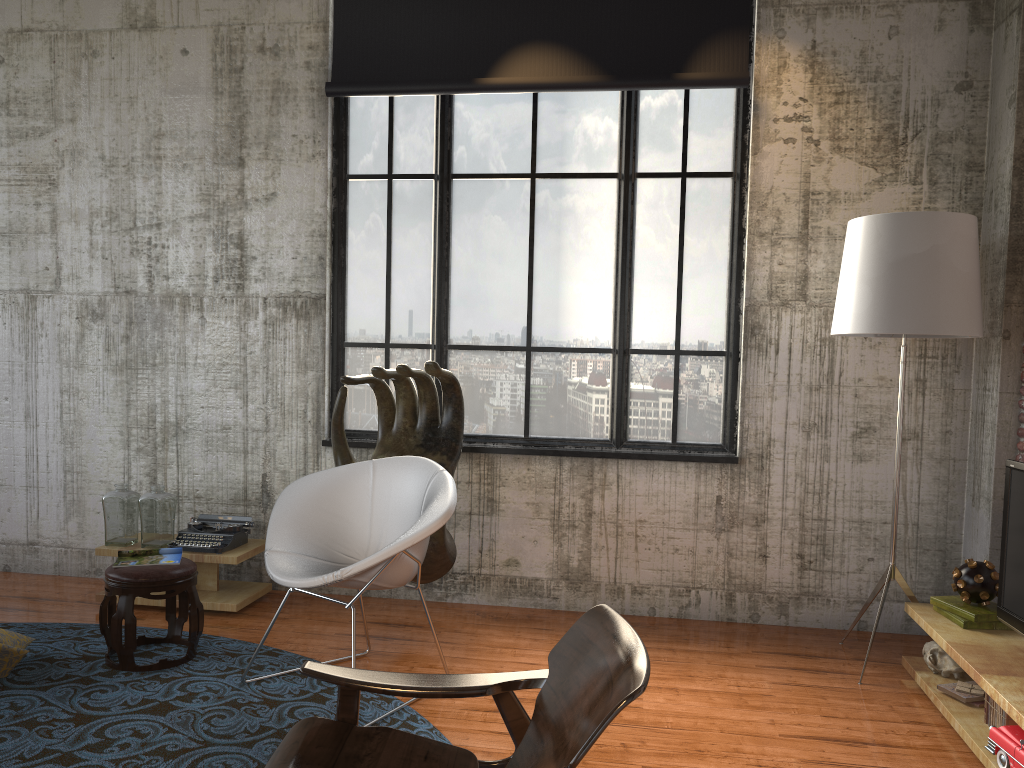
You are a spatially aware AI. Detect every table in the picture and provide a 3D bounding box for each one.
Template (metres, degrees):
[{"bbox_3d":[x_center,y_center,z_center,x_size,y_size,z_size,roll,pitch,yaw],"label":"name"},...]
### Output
[{"bbox_3d":[-1.951,1.135,5.314,0.875,0.359,0.474,2,3,9],"label":"table"}]

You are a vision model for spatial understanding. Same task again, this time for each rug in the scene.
[{"bbox_3d":[-2.428,1.398,2.449,4.845,0.009,4.839,0,2,-35],"label":"rug"}]

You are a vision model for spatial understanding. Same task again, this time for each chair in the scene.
[{"bbox_3d":[-0.707,0.868,4.024,0.806,1.032,1.056,-1,4,-42],"label":"chair"},{"bbox_3d":[-0.180,1.059,2.357,1.043,0.795,0.873,1,3,-1],"label":"chair"}]

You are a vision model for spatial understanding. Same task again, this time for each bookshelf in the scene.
[{"bbox_3d":[1.920,1.329,2.481,0.548,0.359,3.839,2,2,9],"label":"bookshelf"}]

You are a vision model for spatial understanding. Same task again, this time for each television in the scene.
[{"bbox_3d":[2.086,0.731,3.239,0.286,0.794,1.087,1,3,-4],"label":"television"}]

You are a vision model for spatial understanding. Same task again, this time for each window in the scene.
[{"bbox_3d":[0.127,-1.288,5.310,2.579,3.442,0.050,2,4,9],"label":"window"}]

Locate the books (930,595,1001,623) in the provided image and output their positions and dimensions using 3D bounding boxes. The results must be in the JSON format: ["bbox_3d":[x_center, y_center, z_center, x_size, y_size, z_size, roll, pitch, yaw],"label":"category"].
[{"bbox_3d":[2.152,1.043,4.123,0.243,0.037,0.301,1,2,-11],"label":"books"}]

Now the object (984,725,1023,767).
[{"bbox_3d":[1.878,1.318,3.000,0.244,0.174,0.599,1,2,0],"label":"object"}]

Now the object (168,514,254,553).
[{"bbox_3d":[-1.791,0.885,5.249,0.423,0.153,0.381,2,2,9],"label":"object"}]

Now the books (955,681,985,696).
[{"bbox_3d":[2.012,1.335,3.887,0.113,0.016,0.114,3,2,33],"label":"books"}]

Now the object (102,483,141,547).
[{"bbox_3d":[-2.308,0.772,5.240,0.163,0.362,0.162,2,4,7],"label":"object"}]

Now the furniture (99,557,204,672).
[{"bbox_3d":[-1.770,1.109,4.356,0.432,0.478,0.431,-1,4,-36],"label":"furniture"}]

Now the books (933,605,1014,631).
[{"bbox_3d":[2.151,1.080,4.126,0.243,0.037,0.301,1,2,1],"label":"books"}]

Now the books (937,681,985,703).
[{"bbox_3d":[2.016,1.352,3.898,0.210,0.021,0.166,1,2,-16],"label":"books"}]

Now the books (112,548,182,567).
[{"bbox_3d":[-1.792,0.855,4.371,0.300,0.043,0.228,1,2,-17],"label":"books"}]

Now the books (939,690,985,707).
[{"bbox_3d":[2.022,1.372,3.906,0.162,0.020,0.210,1,2,-24],"label":"books"}]

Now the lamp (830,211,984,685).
[{"bbox_3d":[1.933,0.317,4.434,0.693,2.247,0.706,4,4,31],"label":"lamp"}]

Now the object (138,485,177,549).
[{"bbox_3d":[-2.079,0.779,5.204,0.163,0.362,0.162,2,4,12],"label":"object"}]

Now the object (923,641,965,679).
[{"bbox_3d":[2.064,1.304,4.210,0.183,0.134,0.273,2,2,18],"label":"object"}]

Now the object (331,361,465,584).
[{"bbox_3d":[-0.641,0.510,4.974,0.727,1.299,0.455,3,4,21],"label":"object"}]

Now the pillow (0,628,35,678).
[{"bbox_3d":[-2.496,1.247,4.088,0.503,0.248,0.480,0,3,-25],"label":"pillow"}]

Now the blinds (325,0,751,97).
[{"bbox_3d":[0.124,-2.406,5.064,2.443,1.467,0.150,2,4,9],"label":"blinds"}]

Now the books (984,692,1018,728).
[{"bbox_3d":[1.996,1.287,3.504,0.173,0.218,0.232,2,3,9],"label":"books"}]

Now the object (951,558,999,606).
[{"bbox_3d":[2.166,0.923,4.127,0.216,0.208,0.214,1,3,-2],"label":"object"}]
